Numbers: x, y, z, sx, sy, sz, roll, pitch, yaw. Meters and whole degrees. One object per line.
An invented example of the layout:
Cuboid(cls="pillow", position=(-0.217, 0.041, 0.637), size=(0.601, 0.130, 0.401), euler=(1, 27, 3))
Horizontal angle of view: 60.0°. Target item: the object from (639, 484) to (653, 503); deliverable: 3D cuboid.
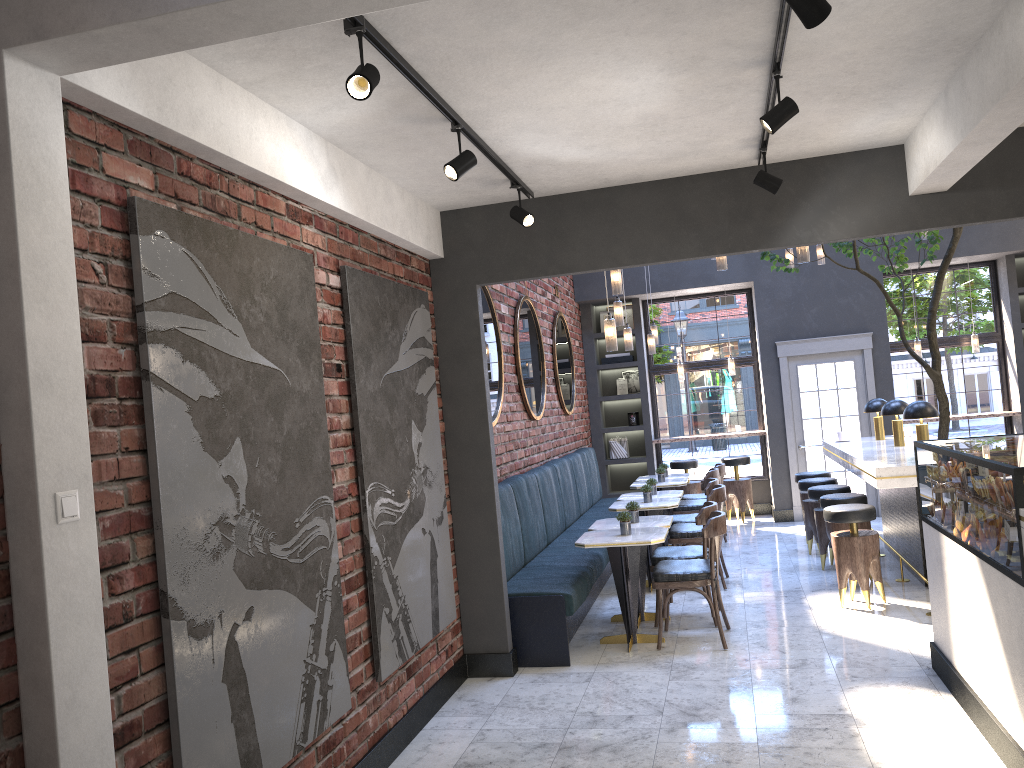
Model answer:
Cuboid(cls="object", position=(1.206, 0.974, 7.918), size=(0.118, 0.165, 0.122), euler=(-5, -1, -9))

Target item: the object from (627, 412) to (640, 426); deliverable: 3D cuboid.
Cuboid(cls="object", position=(1.629, 0.469, 11.877), size=(0.152, 0.181, 0.152), euler=(-4, -2, -39))

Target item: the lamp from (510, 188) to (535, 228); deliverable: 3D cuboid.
Cuboid(cls="lamp", position=(0.054, -1.008, 5.101), size=(0.087, 0.235, 0.157), euler=(-4, -1, -36))

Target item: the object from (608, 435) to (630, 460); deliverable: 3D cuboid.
Cuboid(cls="object", position=(1.438, 0.843, 11.939), size=(0.250, 0.323, 0.241), euler=(-5, -1, 13))

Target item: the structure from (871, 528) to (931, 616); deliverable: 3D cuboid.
Cuboid(cls="structure", position=(3.514, 1.494, 7.780), size=(0.496, 0.210, 3.498), euler=(-5, -2, 13))

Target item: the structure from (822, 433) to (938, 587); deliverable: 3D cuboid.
Cuboid(cls="structure", position=(3.477, 1.076, 7.788), size=(0.990, 1.050, 3.490), euler=(-5, -2, 13))

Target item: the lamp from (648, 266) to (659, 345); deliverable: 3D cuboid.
Cuboid(cls="lamp", position=(1.470, -2.499, 10.268), size=(0.078, 4.104, 0.078), euler=(-5, -1, -2))

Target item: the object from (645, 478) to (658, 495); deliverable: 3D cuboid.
Cuboid(cls="object", position=(1.341, 0.978, 8.484), size=(0.118, 0.165, 0.122), euler=(-5, -1, -9))

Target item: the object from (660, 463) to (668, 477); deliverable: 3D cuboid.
Cuboid(cls="object", position=(1.755, 0.989, 10.214), size=(0.118, 0.165, 0.122), euler=(-5, -1, -9))

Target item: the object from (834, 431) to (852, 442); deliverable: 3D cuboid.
Cuboid(cls="object", position=(3.425, 0.544, 9.192), size=(0.176, 0.098, 0.204), euler=(-6, -2, 19))

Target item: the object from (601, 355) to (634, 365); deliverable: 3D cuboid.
Cuboid(cls="object", position=(1.426, -0.320, 11.932), size=(0.412, 0.084, 0.286), euler=(-5, -2, 13))

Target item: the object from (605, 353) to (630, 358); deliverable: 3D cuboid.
Cuboid(cls="object", position=(1.419, -0.381, 11.945), size=(0.327, 0.039, 0.227), euler=(-5, -2, 3))

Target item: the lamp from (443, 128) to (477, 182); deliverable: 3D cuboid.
Cuboid(cls="lamp", position=(-0.233, -1.017, 3.939), size=(0.157, 0.238, 0.087), euler=(-4, -1, -38))

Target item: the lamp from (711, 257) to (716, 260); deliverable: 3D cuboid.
Cuboid(cls="lamp", position=(1.899, -3.323, 9.129), size=(0.078, 4.104, 0.078), euler=(-5, -1, -2))

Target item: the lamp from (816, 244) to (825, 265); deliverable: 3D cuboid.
Cuboid(cls="lamp", position=(3.241, -3.366, 9.842), size=(0.078, 4.104, 0.078), euler=(-5, -1, -2))

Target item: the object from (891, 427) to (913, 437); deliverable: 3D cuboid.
Cuboid(cls="object", position=(4.019, 0.488, 9.083), size=(0.176, 0.097, 0.301), euler=(-5, -2, 5))

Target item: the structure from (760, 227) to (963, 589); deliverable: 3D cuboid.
Cuboid(cls="structure", position=(3.057, -1.387, 6.879), size=(2.805, 5.987, 3.746), euler=(-4, -1, -33))

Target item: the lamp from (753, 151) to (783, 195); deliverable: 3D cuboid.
Cuboid(cls="lamp", position=(1.378, -1.137, 4.786), size=(0.157, 0.238, 0.087), euler=(-5, -1, 7))

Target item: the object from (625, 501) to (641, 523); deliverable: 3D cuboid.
Cuboid(cls="object", position=(0.918, 0.966, 6.712), size=(0.118, 0.165, 0.122), euler=(-5, -1, -9))

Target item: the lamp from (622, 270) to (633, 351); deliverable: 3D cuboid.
Cuboid(cls="lamp", position=(0.948, -2.366, 8.591), size=(0.078, 4.104, 0.078), euler=(-6, -1, 21))

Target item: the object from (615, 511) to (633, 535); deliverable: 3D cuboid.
Cuboid(cls="object", position=(0.783, 0.962, 6.147), size=(0.118, 0.165, 0.122), euler=(-5, -1, -9))

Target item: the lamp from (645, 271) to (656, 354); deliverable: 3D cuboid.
Cuboid(cls="lamp", position=(1.349, -2.370, 9.708), size=(0.078, 4.104, 0.078), euler=(-5, -1, -2))

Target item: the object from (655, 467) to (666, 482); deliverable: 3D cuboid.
Cuboid(cls="object", position=(1.620, 0.986, 9.648), size=(0.118, 0.165, 0.122), euler=(-5, -1, -9))

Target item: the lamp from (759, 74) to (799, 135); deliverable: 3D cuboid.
Cuboid(cls="lamp", position=(1.089, -1.144, 3.627), size=(0.157, 0.238, 0.087), euler=(-5, -1, 7))

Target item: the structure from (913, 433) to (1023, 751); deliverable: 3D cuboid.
Cuboid(cls="structure", position=(3.231, 0.806, 1.870), size=(3.206, 1.300, 5.805), euler=(-5, -2, 13))

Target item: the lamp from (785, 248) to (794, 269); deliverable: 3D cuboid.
Cuboid(cls="lamp", position=(2.734, -3.243, 9.319), size=(0.078, 4.104, 0.078), euler=(-5, -1, -2))

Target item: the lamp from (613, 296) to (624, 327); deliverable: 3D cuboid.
Cuboid(cls="lamp", position=(0.782, -2.563, 7.968), size=(0.078, 4.104, 0.078), euler=(-6, -1, 21))

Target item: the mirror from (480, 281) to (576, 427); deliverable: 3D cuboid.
Cuboid(cls="mirror", position=(0.175, -0.405, 8.456), size=(0.036, 1.510, 4.773), euler=(-5, -2, 13))

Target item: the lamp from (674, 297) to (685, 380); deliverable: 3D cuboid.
Cuboid(cls="lamp", position=(2.183, -0.764, 11.764), size=(0.078, 1.429, 0.078), euler=(-6, -1, 43))

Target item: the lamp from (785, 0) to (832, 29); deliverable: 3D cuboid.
Cuboid(cls="lamp", position=(0.844, -1.152, 2.559), size=(0.157, 0.238, 0.087), euler=(-4, -1, -38))

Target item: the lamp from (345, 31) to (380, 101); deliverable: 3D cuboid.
Cuboid(cls="lamp", position=(-0.485, -1.022, 2.867), size=(0.087, 0.235, 0.157), euler=(-5, -1, 7))
